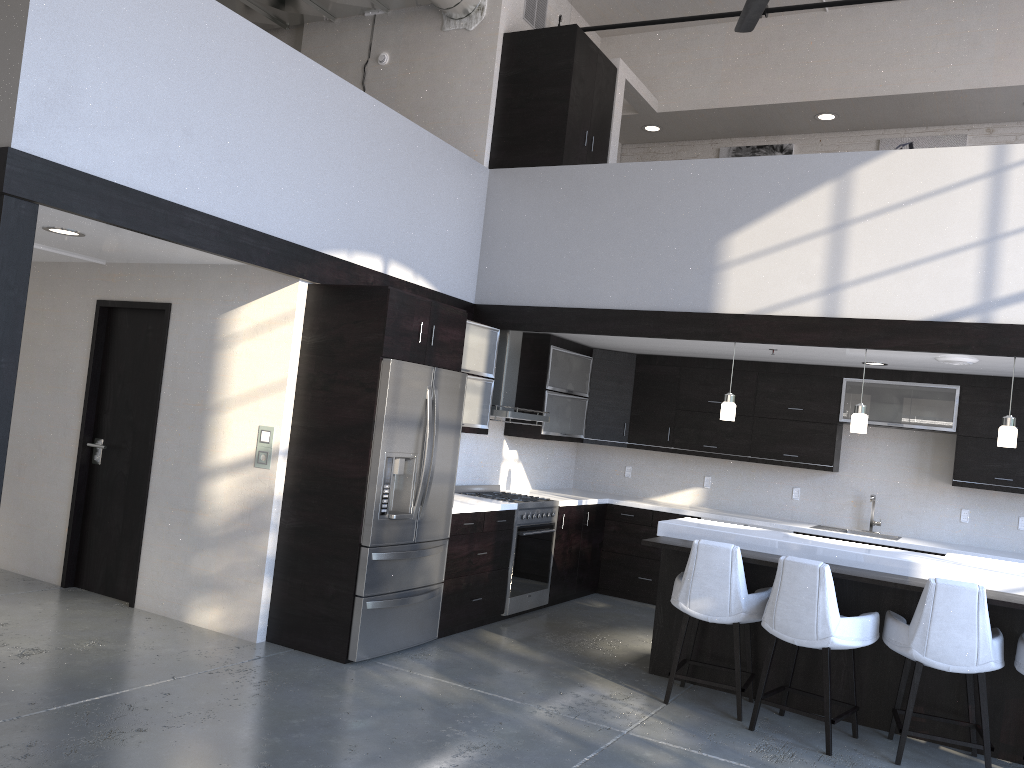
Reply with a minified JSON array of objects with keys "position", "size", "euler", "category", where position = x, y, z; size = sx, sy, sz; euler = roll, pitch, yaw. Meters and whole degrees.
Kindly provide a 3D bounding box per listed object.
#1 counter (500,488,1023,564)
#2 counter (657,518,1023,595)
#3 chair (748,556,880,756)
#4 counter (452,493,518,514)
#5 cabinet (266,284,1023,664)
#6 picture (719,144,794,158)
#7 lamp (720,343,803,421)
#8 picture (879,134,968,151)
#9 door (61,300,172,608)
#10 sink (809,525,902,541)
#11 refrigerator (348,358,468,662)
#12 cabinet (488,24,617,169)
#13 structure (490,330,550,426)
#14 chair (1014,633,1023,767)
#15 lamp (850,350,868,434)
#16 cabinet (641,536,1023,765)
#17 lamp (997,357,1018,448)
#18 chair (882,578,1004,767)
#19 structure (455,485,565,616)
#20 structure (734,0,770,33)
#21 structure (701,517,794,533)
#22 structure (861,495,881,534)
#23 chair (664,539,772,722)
[{"position":[2.065,1.175,7.358],"size":[4.235,0.045,1.711],"euler":[5,-3,29],"category":"counter"},{"position":[2.159,1.053,5.533],"size":[2.292,0.095,0.978],"euler":[5,-3,29],"category":"counter"},{"position":[1.593,1.418,4.747],"size":[0.579,0.984,0.502],"euler":[5,-3,40],"category":"chair"},{"position":[-0.472,0.849,6.397],"size":[0.676,0.047,0.920],"euler":[5,-3,29],"category":"counter"},{"position":[1.492,0.806,6.261],"size":[4.229,2.314,4.280],"euler":[5,-3,29],"category":"cabinet"},{"position":[2.388,-1.794,8.867],"size":[0.731,1.182,0.049],"euler":[5,-2,29],"category":"picture"},{"position":[2.014,0.034,6.972],"size":[0.124,0.623,1.954],"euler":[5,-3,31],"category":"lamp"},{"position":[3.716,-1.680,8.138],"size":[0.731,1.182,0.049],"euler":[5,-2,29],"category":"picture"},{"position":[-2.645,0.469,6.127],"size":[0.749,2.057,0.272],"euler":[5,-2,29],"category":"door"},{"position":[2.879,1.328,7.441],"size":[0.676,0.168,0.475],"euler":[5,-3,29],"category":"sink"},{"position":[-0.886,0.750,5.615],"size":[0.820,1.771,0.854],"euler":[5,-2,29],"category":"refrigerator"},{"position":[0.304,-1.695,7.421],"size":[0.684,2.232,0.838],"euler":[5,-2,29],"category":"cabinet"},{"position":[-0.016,-0.152,7.196],"size":[0.488,0.930,0.728],"euler":[5,-2,29],"category":"structure"},{"position":[2.733,1.523,4.278],"size":[0.579,0.984,0.502],"euler":[5,-2,35],"category":"chair"},{"position":[2.284,0.009,5.772],"size":[0.100,0.623,0.100],"euler":[5,-2,35],"category":"lamp"},{"position":[2.222,1.546,5.229],"size":[2.690,0.910,1.372],"euler":[5,-3,29],"category":"cabinet"},{"position":[3.475,0.160,6.169],"size":[0.124,0.623,1.950],"euler":[5,-3,29],"category":"lamp"},{"position":[2.214,1.479,4.558],"size":[0.579,0.984,0.502],"euler":[6,-2,20],"category":"chair"},{"position":[-0.044,1.302,7.131],"size":[0.620,0.902,0.845],"euler":[5,-2,29],"category":"structure"},{"position":[1.817,-3.059,6.170],"size":[1.367,0.863,1.191],"euler":[6,-2,19],"category":"structure"},{"position":[2.124,1.618,7.873],"size":[0.784,0.789,0.783],"euler":[5,-2,29],"category":"structure"},{"position":[3.078,1.112,7.588],"size":[0.149,0.328,0.225],"euler":[5,-2,29],"category":"structure"},{"position":[1.175,1.389,5.129],"size":[0.579,0.984,0.502],"euler":[5,-2,25],"category":"chair"}]
